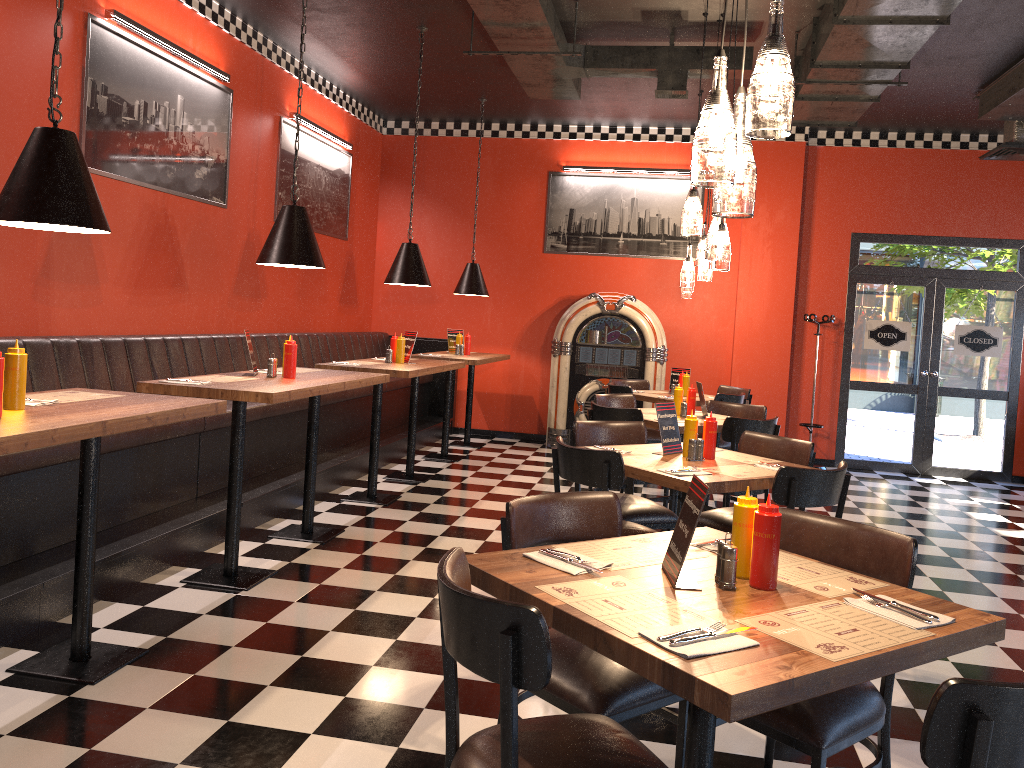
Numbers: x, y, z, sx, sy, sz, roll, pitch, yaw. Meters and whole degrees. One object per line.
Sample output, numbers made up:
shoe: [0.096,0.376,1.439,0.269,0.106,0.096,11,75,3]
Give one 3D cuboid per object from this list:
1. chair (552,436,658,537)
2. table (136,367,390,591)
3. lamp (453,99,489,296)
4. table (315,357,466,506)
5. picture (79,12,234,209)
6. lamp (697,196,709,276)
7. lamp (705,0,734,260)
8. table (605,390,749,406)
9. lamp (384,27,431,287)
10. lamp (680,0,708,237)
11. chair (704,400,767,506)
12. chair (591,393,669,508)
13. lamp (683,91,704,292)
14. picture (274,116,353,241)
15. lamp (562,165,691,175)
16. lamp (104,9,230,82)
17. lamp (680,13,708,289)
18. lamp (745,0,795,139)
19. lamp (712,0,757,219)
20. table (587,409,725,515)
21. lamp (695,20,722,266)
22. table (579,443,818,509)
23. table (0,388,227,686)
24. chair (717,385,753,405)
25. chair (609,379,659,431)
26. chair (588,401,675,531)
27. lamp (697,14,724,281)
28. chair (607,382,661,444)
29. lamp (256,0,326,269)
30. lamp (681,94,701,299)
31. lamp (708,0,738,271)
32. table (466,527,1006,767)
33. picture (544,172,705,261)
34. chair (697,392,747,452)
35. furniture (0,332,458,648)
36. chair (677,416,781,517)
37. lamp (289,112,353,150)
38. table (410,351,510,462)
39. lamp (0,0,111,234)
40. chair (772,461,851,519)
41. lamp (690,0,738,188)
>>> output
chair: [0.453,0.703,4.131,0.544,0.866,0.487,2,3,-32]
table: [-1.318,0.461,4.993,0.696,0.998,1.694,4,4,10]
lamp: [-0.365,-1.953,9.285,0.381,2.041,0.383,2,2,-38]
table: [-0.934,0.330,7.066,0.696,0.998,1.694,4,4,10]
picture: [-2.414,-1.811,6.184,0.023,0.938,1.772,4,4,10]
lamp: [1.874,-1.959,8.392,0.108,1.963,0.108,5,2,42]
lamp: [1.073,-1.596,4.375,0.108,1.963,0.109,2,2,-38]
table: [1.545,0.492,8.485,0.956,0.773,0.962,1,4,-35]
lamp: [-0.774,-1.814,7.081,0.381,2.041,0.383,2,2,-38]
lamp: [0.950,-1.716,4.375,0.108,1.963,0.109,3,2,-18]
chair: [1.622,0.582,6.725,0.487,0.866,0.544,5,3,33]
chair: [0.886,0.525,6.867,0.486,0.866,0.546,1,3,-42]
lamp: [1.736,-1.856,8.398,0.108,1.963,0.109,2,2,-38]
picture: [-1.933,-1.976,8.781,0.023,0.938,1.772,4,4,10]
lamp: [1.294,-2.419,10.032,1.445,0.056,0.081,4,4,10]
lamp: [-2.352,-2.322,6.157,0.081,0.056,1.446,4,4,10]
lamp: [1.319,-1.669,6.342,0.108,1.963,0.108,4,2,22]
lamp: [0.657,-1.559,2.031,0.108,1.963,0.108,4,2,2]
lamp: [0.619,-1.403,2.209,0.108,1.963,0.109,2,2,-33]
table: [1.201,0.620,6.487,0.956,0.773,0.962,1,4,-35]
lamp: [1.455,-1.841,6.459,0.108,1.963,0.109,2,2,-33]
table: [0.868,0.758,4.372,0.956,0.773,0.962,1,4,-35]
table: [-1.705,0.593,2.908,0.696,0.998,1.694,4,4,10]
chair: [2.048,0.456,8.762,0.544,0.866,0.487,2,3,-25]
chair: [1.228,0.400,8.826,0.486,0.866,0.546,2,3,-25]
chair: [0.801,0.573,6.158,0.544,0.866,0.487,2,3,-40]
lamp: [1.445,-1.719,6.331,0.108,1.963,0.108,3,2,-8]
chair: [1.131,0.439,8.229,0.544,0.866,0.487,3,2,-15]
lamp: [-1.173,-1.678,4.927,0.381,2.041,0.383,2,2,-38]
lamp: [1.741,-1.806,8.522,0.108,1.963,0.108,3,2,-8]
lamp: [1.061,-1.529,4.254,0.108,1.963,0.108,4,2,22]
table: [0.489,0.894,2.244,0.959,0.773,0.959,1,4,-35]
picture: [1.267,-1.913,10.075,1.770,0.938,0.023,4,2,10]
chair: [1.817,0.494,8.071,0.546,0.866,0.486,6,3,42]
furniture: [-1.987,0.248,6.272,1.104,1.147,8.771,4,4,10]
chair: [1.480,0.628,5.990,0.486,0.866,0.546,2,3,-31]
lamp: [-1.870,-2.487,8.758,0.081,0.056,1.446,4,4,10]
table: [-0.544,0.196,9.171,0.696,0.998,1.694,4,4,10]
lamp: [-1.526,-1.557,3.022,0.381,2.041,0.383,2,2,-38]
chair: [1.189,0.760,3.990,0.486,0.866,0.546,2,3,-37]
lamp: [0.545,-1.460,2.112,0.108,1.963,0.108,4,2,-3]
